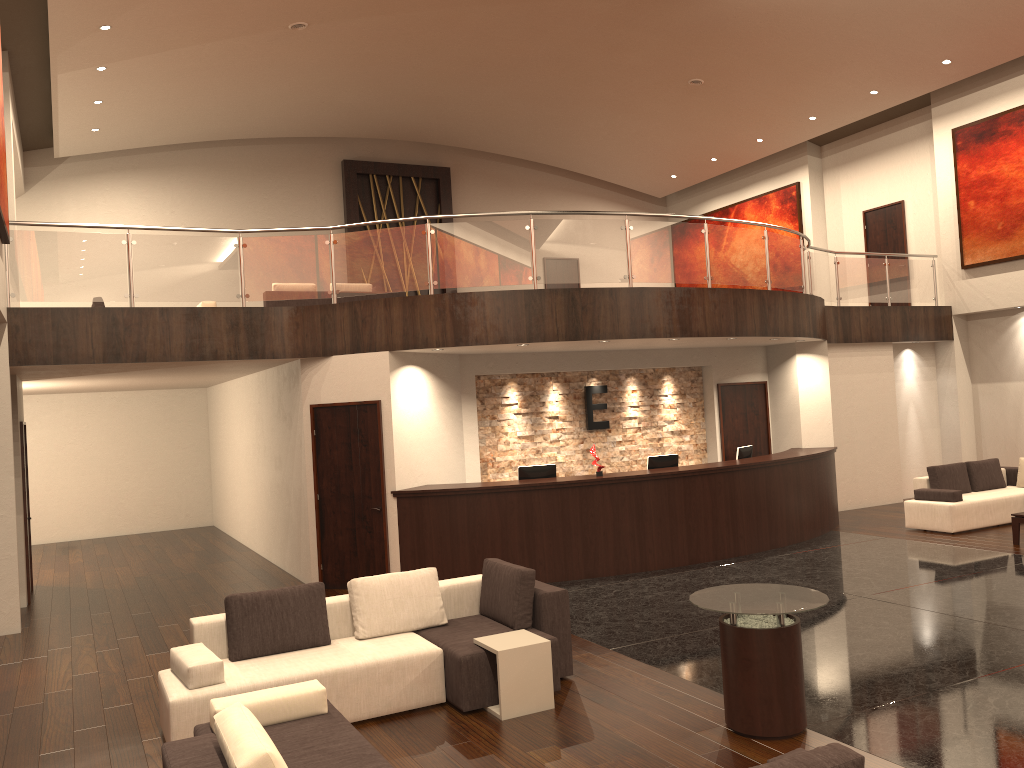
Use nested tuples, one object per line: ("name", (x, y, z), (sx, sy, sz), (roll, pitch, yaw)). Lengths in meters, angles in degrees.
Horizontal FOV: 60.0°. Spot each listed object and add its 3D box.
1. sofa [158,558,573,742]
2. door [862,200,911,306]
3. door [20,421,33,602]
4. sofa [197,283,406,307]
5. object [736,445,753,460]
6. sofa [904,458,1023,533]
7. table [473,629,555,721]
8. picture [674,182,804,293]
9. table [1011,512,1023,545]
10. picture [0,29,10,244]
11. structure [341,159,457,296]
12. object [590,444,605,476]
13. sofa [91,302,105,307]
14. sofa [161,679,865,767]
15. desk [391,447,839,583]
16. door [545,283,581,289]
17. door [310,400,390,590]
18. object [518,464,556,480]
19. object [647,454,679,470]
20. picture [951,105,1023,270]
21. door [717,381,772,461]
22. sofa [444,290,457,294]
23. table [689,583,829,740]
("sofa", (-0.997, 1.863, 6.378), (2.846, 0.862, 1.291), (-3, -2, -27))
("door", (7.523, -2.465, 17.786), (0.104, 2.232, 0.990), (-3, -2, -27))
("door", (-6.258, 1.604, 11.400), (0.104, 2.232, 0.990), (-3, -2, -27))
("sofa", (-3.837, -1.181, 15.346), (3.366, 0.862, 2.586), (-3, -2, -27))
("object", (3.251, 1.111, 12.333), (0.189, 0.485, 0.483), (-4, -2, 38))
("sofa", (7.331, 1.515, 11.886), (2.586, 0.862, 3.366), (-3, -2, -27))
("table", (0.010, 2.001, 6.140), (0.400, 0.460, 0.400), (-3, -2, -27))
("picture", (5.280, -3.019, 21.213), (0.070, 2.526, 4.515), (-3, -2, -27))
("table", (6.933, 1.752, 10.745), (1.100, 0.380, 1.100), (-3, -2, -27))
("picture", (-3.825, -2.856, 6.268), (0.070, 2.526, 6.485), (-3, -2, -27))
("structure", (-2.473, -2.839, 19.966), (2.524, 4.236, 0.187), (-3, -2, -27))
("object", (1.046, 0.920, 10.740), (0.163, 0.390, 0.165), (-3, -1, -19))
("sofa", (-5.940, -1.045, 15.962), (3.366, 0.862, 2.586), (-3, -2, -27))
("sofa", (-0.099, 1.750, 3.911), (2.586, 0.862, 3.366), (-3, -2, -27))
("desk", (1.933, 1.665, 11.644), (7.146, 1.171, 1.674), (-3, -2, -25))
("door", (1.278, -2.003, 21.911), (0.990, 2.232, 0.104), (-3, -2, -27))
("door", (-1.925, 1.333, 10.570), (0.990, 2.232, 0.104), (-4, -2, 24))
("object", (0.321, 1.247, 10.954), (0.483, 0.485, 0.189), (-3, -1, -12))
("object", (1.967, 1.164, 11.484), (0.483, 0.485, 0.189), (-3, -2, -27))
("picture", (9.429, -3.460, 12.973), (0.070, 2.526, 6.485), (-3, -2, -27))
("door", (3.685, 1.088, 13.952), (0.990, 2.232, 0.104), (-3, -2, -27))
("sofa", (-1.166, -1.286, 17.395), (1.291, 0.862, 2.846), (-3, -2, -27))
("table", (1.552, 1.726, 5.511), (0.833, 0.795, 0.844), (-4, -1, 12))
